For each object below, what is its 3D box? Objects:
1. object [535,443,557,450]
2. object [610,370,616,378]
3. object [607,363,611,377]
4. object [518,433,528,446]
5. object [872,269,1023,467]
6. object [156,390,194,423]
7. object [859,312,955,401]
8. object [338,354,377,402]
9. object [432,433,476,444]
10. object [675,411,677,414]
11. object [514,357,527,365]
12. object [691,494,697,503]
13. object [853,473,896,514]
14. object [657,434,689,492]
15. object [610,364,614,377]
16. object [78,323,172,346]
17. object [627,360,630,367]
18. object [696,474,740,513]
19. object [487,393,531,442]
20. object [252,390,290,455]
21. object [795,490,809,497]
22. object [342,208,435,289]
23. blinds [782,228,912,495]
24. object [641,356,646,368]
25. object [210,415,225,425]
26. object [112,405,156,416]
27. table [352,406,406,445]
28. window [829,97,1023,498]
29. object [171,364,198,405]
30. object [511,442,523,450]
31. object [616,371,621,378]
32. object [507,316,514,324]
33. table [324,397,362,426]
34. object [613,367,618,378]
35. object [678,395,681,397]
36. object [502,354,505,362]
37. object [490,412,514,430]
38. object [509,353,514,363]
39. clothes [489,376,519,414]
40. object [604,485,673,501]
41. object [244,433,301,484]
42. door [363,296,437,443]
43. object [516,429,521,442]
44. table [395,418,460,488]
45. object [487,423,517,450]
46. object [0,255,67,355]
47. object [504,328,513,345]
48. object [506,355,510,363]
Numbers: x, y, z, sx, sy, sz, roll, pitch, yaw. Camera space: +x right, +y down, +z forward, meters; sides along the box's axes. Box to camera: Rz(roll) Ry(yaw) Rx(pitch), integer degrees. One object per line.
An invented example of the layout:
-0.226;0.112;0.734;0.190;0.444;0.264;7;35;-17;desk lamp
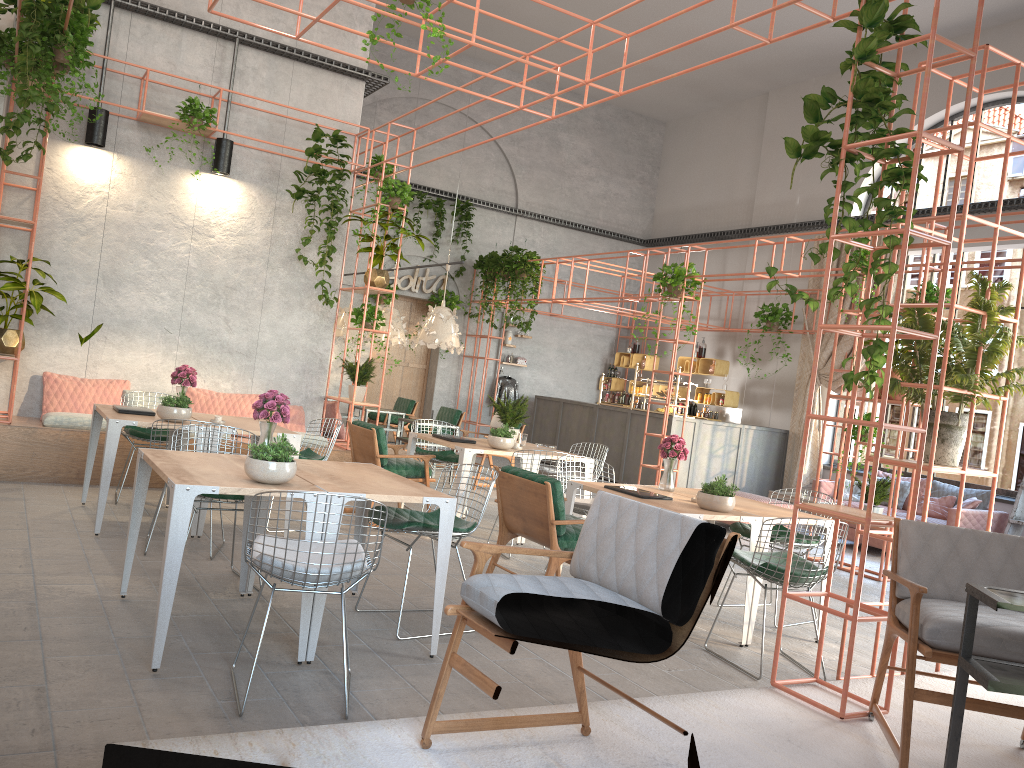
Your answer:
0.336;0.622;8.785;0.218;0.041;0.218;7;0;-22;object
2.051;-0.198;18.054;0.115;0.147;0.115;8;0;15;object
1.995;-0.278;18.139;0.066;0.291;0.066;8;0;30;object
0.101;0.551;8.776;0.095;0.119;0.095;7;0;-6;object
2.545;-0.079;5.115;0.894;1.100;0.900;7;0;-1;object
-2.515;0.160;6.626;0.248;0.247;0.254;7;0;-30;object
3.944;-0.294;8.886;0.923;0.946;0.924;8;0;26;object
-1.696;-0.069;9.772;0.438;0.527;0.368;7;0;-30;object
-0.550;0.516;8.383;0.268;0.031;0.427;7;0;-30;object
2.568;0.427;14.213;0.073;0.104;0.240;8;0;41;object
0.172;-0.450;17.337;0.219;0.149;0.129;7;0;-30;object
1.259;0.769;5.941;0.115;0.073;0.115;7;0;-36;object
3.647;1.145;8.936;0.438;0.527;0.368;7;0;-30;object
1.157;0.571;6.430;0.213;0.414;0.225;7;0;-38;object
2.061;-0.270;18.178;0.066;0.291;0.066;7;0;-24;object
-1.215;-0.234;2.354;0.934;0.923;0.903;8;0;26;object
2.349;-0.397;17.625;0.123;0.142;0.141;7;0;-30;object
1.303;0.692;5.649;0.247;0.247;0.252;7;0;-30;object
-0.024;0.333;8.485;0.438;0.527;0.368;7;0;-30;object
-1.354;0.237;4.956;0.213;0.414;0.225;7;0;-38;object
3.795;1.457;11.708;0.199;0.145;0.156;7;0;-15;object
-1.375;-1.507;9.745;0.934;0.947;0.903;8;0;21;object
5.921;-0.136;12.531;0.414;4.389;4.957;7;0;-29;blinds
2.599;-0.422;17.328;0.137;0.261;0.137;8;0;6;object
-2.300;0.275;6.940;0.115;0.078;0.115;7;0;-25;object
-2.970;0.206;6.963;0.268;0.031;0.427;7;0;-30;object
-2.004;0.767;13.012;0.635;0.798;0.602;7;0;-30;table
6.591;-1.297;12.689;0.089;5.538;4.127;7;0;-30;window
-2.719;0.045;7.325;0.213;0.414;0.225;7;0;-38;object
0.044;0.575;8.315;0.115;0.078;0.115;7;0;-25;object
2.164;-0.184;18.120;0.115;0.147;0.115;8;0;15;object
-0.024;-1.234;17.148;0.133;0.145;0.133;8;0;22;object
-2.877;0.643;14.529;0.635;0.798;0.602;7;0;-30;table
2.131;-0.261;18.217;0.066;0.291;0.066;8;0;10;object
2.644;0.180;14.181;0.152;0.058;0.095;7;0;-40;object
-0.146;-0.503;17.164;0.055;0.164;0.092;7;0;-12;object
-0.099;0.440;8.807;0.241;0.313;0.241;8;0;15;object
-0.008;-0.506;17.229;0.081;0.204;0.081;7;0;-30;object
-0.115;0.348;17.219;0.366;0.997;0.625;8;0;40;clothes
0.848;0.739;5.985;0.268;0.031;0.427;7;0;-30;object
-1.154;0.352;4.262;0.247;0.247;0.252;7;0;-30;object
-2.324;-0.297;16.849;1.360;2.729;0.551;7;0;-30;door
-0.033;0.519;8.943;0.165;0.154;0.210;7;0;-40;object
-1.130;0.890;11.496;0.635;0.798;0.602;7;0;-30;table
-0.095;0.470;8.045;0.248;0.247;0.254;7;0;-30;object
-4.533;-0.729;8.021;0.934;0.919;0.903;8;0;31;object
-0.062;-0.932;17.159;0.136;0.336;0.145;7;0;-16;object
-0.080;-0.488;17.179;0.063;0.151;0.063;7;0;-44;object
